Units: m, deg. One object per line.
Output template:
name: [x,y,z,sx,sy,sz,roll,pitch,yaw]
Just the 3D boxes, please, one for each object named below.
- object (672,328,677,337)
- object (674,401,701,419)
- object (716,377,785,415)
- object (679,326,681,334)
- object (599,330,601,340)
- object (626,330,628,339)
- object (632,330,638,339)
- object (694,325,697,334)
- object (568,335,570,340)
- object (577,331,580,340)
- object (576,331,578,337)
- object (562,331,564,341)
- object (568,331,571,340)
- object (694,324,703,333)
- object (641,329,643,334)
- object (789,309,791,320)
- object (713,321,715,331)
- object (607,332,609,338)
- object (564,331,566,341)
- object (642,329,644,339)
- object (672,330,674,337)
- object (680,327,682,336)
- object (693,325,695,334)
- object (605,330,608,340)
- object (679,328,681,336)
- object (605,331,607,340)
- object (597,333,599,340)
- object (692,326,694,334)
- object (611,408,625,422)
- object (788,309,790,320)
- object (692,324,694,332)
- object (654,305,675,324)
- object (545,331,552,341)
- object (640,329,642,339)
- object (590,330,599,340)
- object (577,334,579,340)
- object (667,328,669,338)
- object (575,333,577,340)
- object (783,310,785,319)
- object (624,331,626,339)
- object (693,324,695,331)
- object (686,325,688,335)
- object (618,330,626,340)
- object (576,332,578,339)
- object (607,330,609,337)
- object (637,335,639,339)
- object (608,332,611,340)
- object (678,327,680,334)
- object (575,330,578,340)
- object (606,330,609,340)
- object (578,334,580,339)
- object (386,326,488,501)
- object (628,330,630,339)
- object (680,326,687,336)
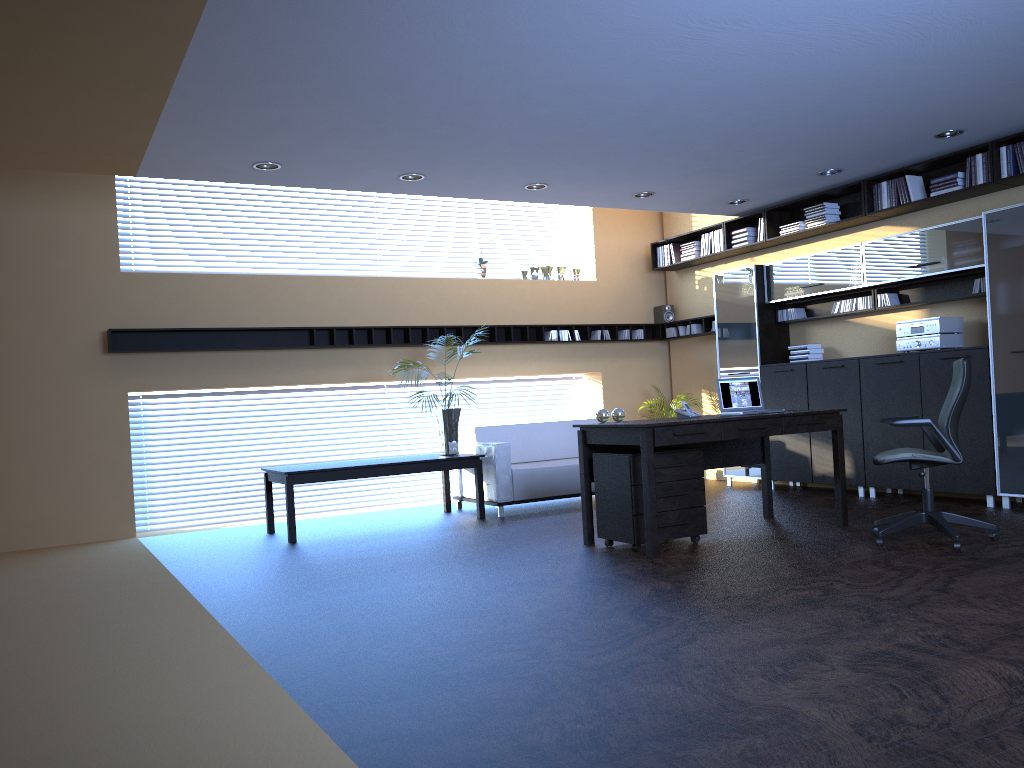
object: [2.080,-0.650,11.116,0.142,0.118,0.040,-3,0,-28]
object: [1.312,0.191,6.639,0.130,0.127,0.146,-3,-1,-43]
object: [1.818,0.087,6.772,0.390,0.283,0.323,-3,-1,-18]
object: [2.144,-0.657,10.997,0.142,0.120,0.030,-3,0,-28]
object: [1.043,-0.596,10.910,0.026,0.117,0.140,-3,0,-29]
object: [1.398,-0.613,11.097,0.030,0.120,0.142,-3,0,-29]
object: [1.537,-0.618,11.169,0.040,0.118,0.142,-3,0,-29]
object: [2.275,-0.669,10.756,0.142,0.120,0.030,-3,0,-28]
object: [0.655,-0.577,10.700,0.041,0.122,0.142,-3,0,-29]
object: [0.771,-0.583,10.759,0.040,0.118,0.142,-3,0,-29]
object: [0.756,-0.583,10.755,0.030,0.120,0.142,-3,0,-29]
object: [0.575,-0.575,10.648,0.009,0.120,0.142,-3,0,-29]
object: [0.657,-0.578,10.698,0.040,0.118,0.142,-3,0,-28]
object: [2.282,-0.669,10.742,0.142,0.118,0.040,-3,0,-28]
object: [1.604,-0.623,11.203,0.009,0.120,0.142,-3,0,-29]
object: [2.998,-0.738,9.409,0.142,0.120,0.009,-3,0,-28]
object: [2.436,-0.685,10.457,0.142,0.120,0.030,-3,0,-28]
object: [1.148,-0.601,10.963,0.030,0.120,0.142,-3,0,-29]
object: [0.601,-0.577,10.665,0.009,0.120,0.142,-3,0,-29]
object: [1.614,-0.623,11.207,0.009,0.120,0.142,-3,0,-28]
object: [2.068,-0.650,11.138,0.142,0.120,0.009,-3,0,-28]
object: [2.149,-0.657,10.988,0.142,0.120,0.030,-3,0,-28]
object: [2.265,-0.668,10.774,0.142,0.120,0.030,-3,0,-28]
object: [1.132,-0.601,10.949,0.030,0.120,0.142,-3,0,-29]
object: [2.139,-0.657,11.007,0.142,0.120,0.030,-3,0,-28]
object: [1.121,-0.600,10.947,0.030,0.120,0.142,-3,0,-29]
object: [1.025,-0.595,10.901,0.030,0.120,0.142,-3,0,-29]
object: [2.250,-0.667,10.801,0.142,0.120,0.009,-3,0,-28]
object: [0.801,0.233,6.675,0.105,0.105,0.105,-3,0,-9]
object: [2.993,-0.738,9.417,0.140,0.118,0.006,-3,0,-29]
object: [2.260,-0.668,10.783,0.142,0.120,0.030,-3,0,-28]
object: [1.950,-0.884,11.348,0.159,0.229,0.254,-3,0,-18]
object: [0.422,-0.567,10.569,0.040,0.118,0.142,-3,0,-29]
object: [1.586,-0.622,11.193,0.009,0.120,0.142,-3,0,-29]
object: [1.014,-0.594,10.889,0.040,0.118,0.142,-3,0,-29]
object: [0.758,-0.583,10.754,0.026,0.117,0.140,-3,0,-29]
object: [2.029,-0.646,11.210,0.142,0.120,0.009,-3,0,-28]
object: [0.734,-0.582,10.733,0.026,0.117,0.140,-3,0,-28]
object: [2.962,-0.735,9.481,0.142,0.120,0.009,-3,0,-28]
object: [1.377,-0.612,11.091,0.030,0.120,0.142,-3,0,-29]
object: [2.270,-0.669,10.765,0.142,0.120,0.030,-3,0,-28]
object: [2.202,-0.662,10.890,0.142,0.118,0.040,-3,0,-28]
object: [1.365,-0.610,11.082,0.040,0.118,0.142,-3,0,-29]
object: [0.749,-0.583,10.748,0.030,0.120,0.142,-3,0,-29]
object: [1.151,-0.602,10.959,0.026,0.117,0.140,-3,0,-29]
object: [1.555,-0.620,11.186,0.009,0.120,0.142,-3,0,-29]
object: [1.161,-0.601,10.970,0.040,0.118,0.142,-3,0,-29]
object: [2.134,-0.656,11.016,0.142,0.120,0.030,-3,0,-28]
object: [0.741,-0.583,10.740,0.030,0.120,0.142,-3,0,-29]
object: [1.139,-0.601,10.957,0.030,0.120,0.142,-3,0,-29]
object: [0.772,-0.583,10.758,0.036,0.116,0.140,-3,0,-28]
object: [-0.759,0.387,9.235,1.039,1.860,1.896,-3,0,-9]
object: [1.425,-0.614,11.112,0.009,0.120,0.142,-3,0,-28]
object: [2.156,-0.657,10.975,0.142,0.118,0.040,-3,0,-28]
